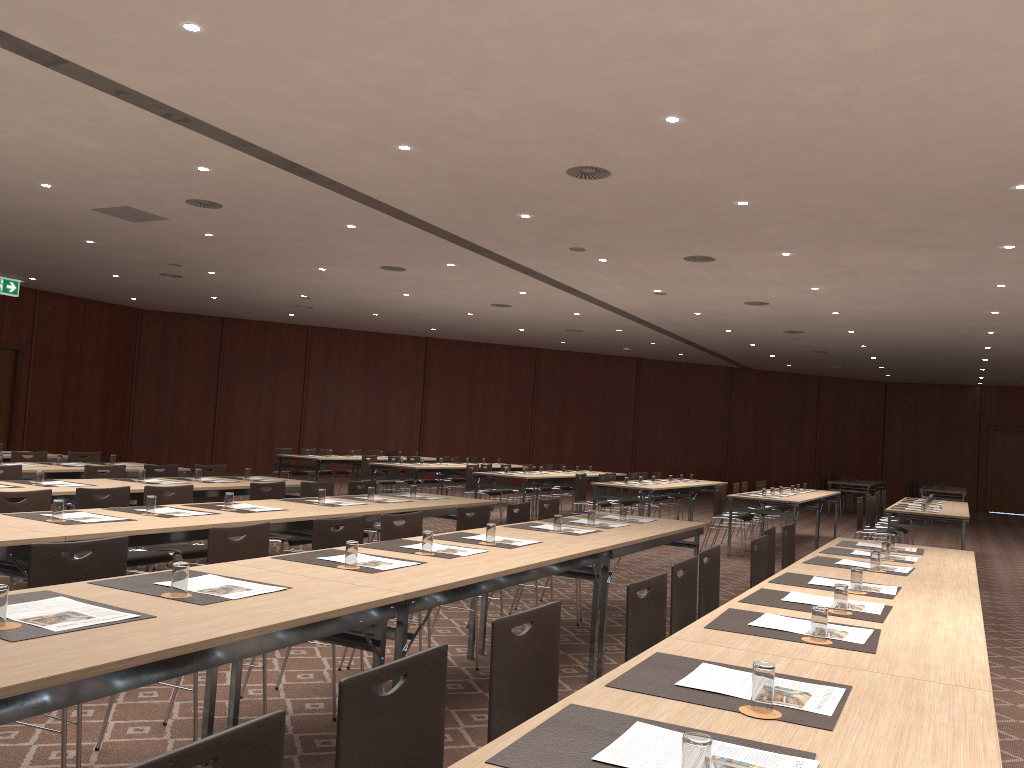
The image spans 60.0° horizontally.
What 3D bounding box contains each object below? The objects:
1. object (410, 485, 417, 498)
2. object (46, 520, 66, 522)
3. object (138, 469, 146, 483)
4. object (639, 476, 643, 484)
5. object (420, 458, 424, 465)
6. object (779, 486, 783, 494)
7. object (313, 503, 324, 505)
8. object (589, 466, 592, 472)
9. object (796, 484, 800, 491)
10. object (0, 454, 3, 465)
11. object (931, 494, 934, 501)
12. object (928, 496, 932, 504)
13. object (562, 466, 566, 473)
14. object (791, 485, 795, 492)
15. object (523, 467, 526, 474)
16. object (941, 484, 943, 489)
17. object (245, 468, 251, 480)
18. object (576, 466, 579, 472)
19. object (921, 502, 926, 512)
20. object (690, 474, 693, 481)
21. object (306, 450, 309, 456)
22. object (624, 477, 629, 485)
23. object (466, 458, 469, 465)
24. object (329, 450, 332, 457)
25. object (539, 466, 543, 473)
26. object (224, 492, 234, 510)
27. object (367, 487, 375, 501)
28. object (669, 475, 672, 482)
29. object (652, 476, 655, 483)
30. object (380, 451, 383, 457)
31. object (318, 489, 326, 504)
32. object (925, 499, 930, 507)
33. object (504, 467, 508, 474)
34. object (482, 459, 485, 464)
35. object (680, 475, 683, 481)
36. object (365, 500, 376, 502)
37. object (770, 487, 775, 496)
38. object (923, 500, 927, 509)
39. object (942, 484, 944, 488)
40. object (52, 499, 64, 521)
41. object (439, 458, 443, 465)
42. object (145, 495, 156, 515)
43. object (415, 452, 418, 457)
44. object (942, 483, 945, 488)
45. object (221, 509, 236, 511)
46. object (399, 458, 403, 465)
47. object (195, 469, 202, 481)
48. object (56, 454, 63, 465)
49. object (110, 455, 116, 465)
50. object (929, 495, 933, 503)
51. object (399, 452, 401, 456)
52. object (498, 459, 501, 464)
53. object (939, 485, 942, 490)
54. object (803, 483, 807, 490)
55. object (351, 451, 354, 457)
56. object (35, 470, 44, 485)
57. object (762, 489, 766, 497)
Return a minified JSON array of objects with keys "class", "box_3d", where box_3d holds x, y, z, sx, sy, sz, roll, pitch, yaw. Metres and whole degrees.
[{"class":"object","box_3d":[-0.896,0.978,8.054,0.054,0.114,0.054,4,-3,-7]},{"class":"object","box_3d":[-2.502,0.750,4.868,0.102,0.001,0.102,3,-3,16]},{"class":"object","box_3d":[-3.252,0.807,7.790,0.054,0.114,0.054,5,-3,-29]},{"class":"object","box_3d":[1.985,1.484,13.682,0.054,0.114,0.054,3,-3,16]},{"class":"object","box_3d":[-1.578,1.352,15.523,0.054,0.114,0.054,3,-3,16]},{"class":"object","box_3d":[4.052,1.602,13.355,0.054,0.114,0.054,3,-3,16]},{"class":"object","box_3d":[-1.492,0.930,6.884,0.102,0.001,0.102,3,-3,16]},{"class":"object","box_3d":[1.524,1.650,17.187,0.054,0.114,0.054,4,-3,-7]},{"class":"object","box_3d":[4.773,1.731,14.798,0.054,0.114,0.054,4,-3,-7]},{"class":"object","box_3d":[-5.034,0.741,8.708,0.054,0.114,0.054,5,-3,-29]},{"class":"object","box_3d":[6.856,1.850,14.463,0.054,0.114,0.054,5,-3,-29]},{"class":"object","box_3d":[6.278,1.747,13.310,0.054,0.114,0.054,5,-3,-29]},{"class":"object","box_3d":[0.939,1.547,16.041,0.054,0.114,0.054,4,-3,-7]},{"class":"object","box_3d":[4.499,1.680,14.218,0.054,0.114,0.054,4,-3,-7]},{"class":"object","box_3d":[0.206,1.418,14.597,0.054,0.114,0.054,3,-3,16]},{"class":"object","box_3d":[10.158,2.433,20.959,0.054,0.114,0.054,5,-3,-29]},{"class":"object","box_3d":[-2.669,0.911,8.963,0.054,0.114,0.054,4,-3,-7]},{"class":"object","box_3d":[1.225,1.598,16.612,0.054,0.114,0.054,4,-3,-7]},{"class":"object","box_3d":[5.240,1.565,11.286,0.054,0.114,0.054,4,-3,-7]},{"class":"object","box_3d":[3.296,1.717,16.283,0.054,0.114,0.054,4,-3,-7]},{"class":"object","box_3d":[-3.652,1.233,15.844,0.054,0.114,0.054,3,-3,16]},{"class":"object","box_3d":[1.693,1.433,13.113,0.054,0.114,0.054,3,-3,16]},{"class":"object","box_3d":[-0.852,1.480,16.948,0.054,0.114,0.054,4,-3,-7]},{"class":"object","box_3d":[-3.361,1.285,16.434,0.054,0.114,0.054,3,-3,16]},{"class":"object","box_3d":[0.497,1.470,15.176,0.054,0.114,0.054,3,-3,16]},{"class":"object","box_3d":[-1.924,0.796,6.032,0.054,0.114,0.054,5,-3,-29]},{"class":"object","box_3d":[-1.187,0.925,7.465,0.054,0.114,0.054,5,-3,-29]},{"class":"object","box_3d":[2.708,1.613,15.131,0.054,0.114,0.054,4,-3,-7]},{"class":"object","box_3d":[2.278,1.536,14.271,0.054,0.114,0.054,3,-3,16]},{"class":"object","box_3d":[-2.628,1.414,17.868,0.054,0.114,0.054,4,-3,-7]},{"class":"object","box_3d":[-1.477,0.874,6.893,0.054,0.114,0.054,5,-3,-29]},{"class":"object","box_3d":[5.835,1.670,12.457,0.054,0.114,0.054,4,-3,-7]},{"class":"object","box_3d":[-0.088,1.366,14.019,0.054,0.114,0.054,3,-3,16]},{"class":"object","box_3d":[-0.561,1.532,17.531,0.054,0.114,0.054,4,-3,-7]},{"class":"object","box_3d":[3.002,1.665,15.710,0.054,0.114,0.054,4,-3,-7]},{"class":"object","box_3d":[-1.186,0.982,7.449,0.102,0.001,0.102,3,-3,16]},{"class":"object","box_3d":[3.755,1.550,12.778,0.054,0.114,0.054,3,-3,16]},{"class":"object","box_3d":[5.531,1.617,11.874,0.054,0.114,0.054,4,-3,-7]},{"class":"object","box_3d":[10.450,2.484,21.534,0.054,0.114,0.054,5,-3,-29]},{"class":"object","box_3d":[-2.495,0.693,4.873,0.054,0.114,0.054,5,-3,-29]},{"class":"object","box_3d":[-1.286,1.403,16.090,0.054,0.114,0.054,3,-3,16]},{"class":"object","box_3d":[-2.219,0.744,5.451,0.054,0.114,0.054,5,-3,-29]},{"class":"object","box_3d":[-2.044,1.518,19.025,0.054,0.114,0.054,4,-3,-7]},{"class":"object","box_3d":[10.898,2.563,22.401,0.054,0.114,0.054,4,-3,-7]},{"class":"object","box_3d":[-1.923,0.853,6.021,0.102,0.001,0.102,3,-3,16]},{"class":"object","box_3d":[-1.867,1.299,14.926,0.054,0.114,0.054,3,-3,16]},{"class":"object","box_3d":[-2.965,0.859,8.384,0.054,0.114,0.054,5,-3,-29]},{"class":"object","box_3d":[-4.744,0.793,9.299,0.054,0.114,0.054,5,-3,-29]},{"class":"object","box_3d":[-4.442,0.846,9.875,0.054,0.114,0.054,4,-3,-7]},{"class":"object","box_3d":[6.561,1.798,13.888,0.054,0.114,0.054,5,-3,-29]},{"class":"object","box_3d":[-2.331,1.467,18.450,0.054,0.114,0.054,4,-3,-7]},{"class":"object","box_3d":[-0.265,1.584,18.107,0.054,0.114,0.054,4,-3,-7]},{"class":"object","box_3d":[9.859,2.381,20.384,0.054,0.114,0.054,5,-3,-29]},{"class":"object","box_3d":[5.079,1.784,15.381,0.054,0.114,0.054,4,-3,-7]},{"class":"object","box_3d":[-3.061,1.337,17.003,0.054,0.114,0.054,3,-3,16]},{"class":"object","box_3d":[-3.693,0.730,6.931,0.054,0.114,0.054,5,-3,-29]},{"class":"object","box_3d":[3.471,1.499,12.201,0.054,0.114,0.054,3,-3,16]}]
